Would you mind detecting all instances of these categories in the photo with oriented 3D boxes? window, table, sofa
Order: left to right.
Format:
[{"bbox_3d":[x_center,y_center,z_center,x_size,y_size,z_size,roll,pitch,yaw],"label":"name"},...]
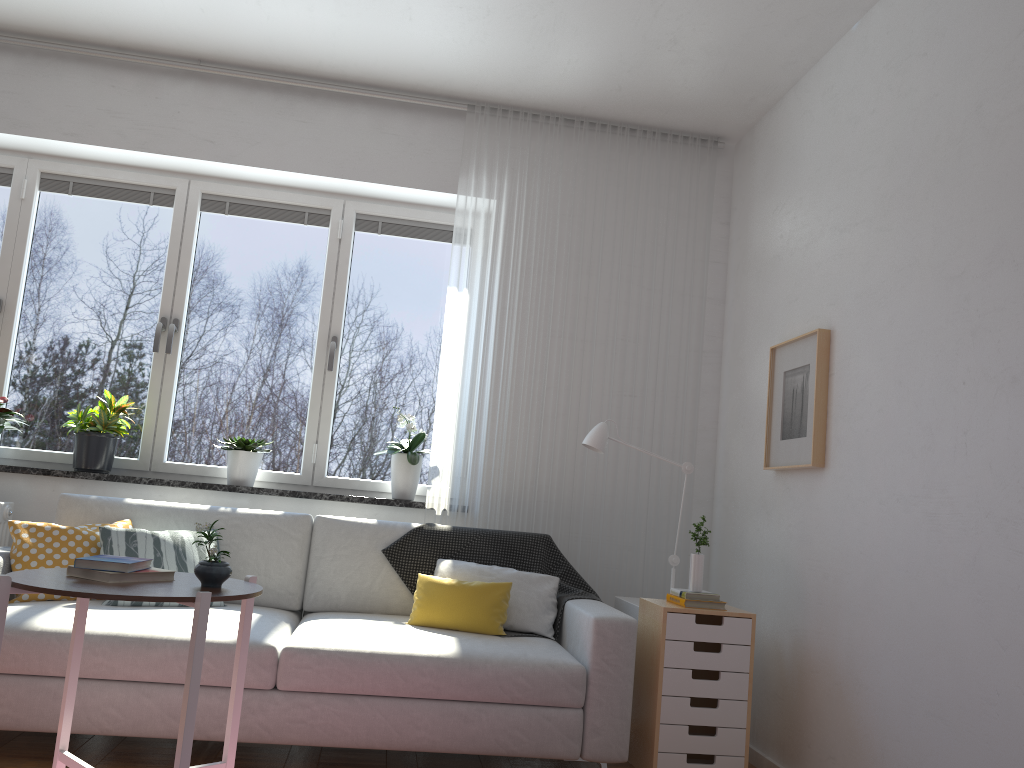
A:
[{"bbox_3d":[-0.991,0.835,2.255,0.618,0.686,0.619,6,-7,-9],"label":"table"},{"bbox_3d":[-1.661,-0.300,4.303,3.021,1.507,0.151,6,-7,-8],"label":"window"},{"bbox_3d":[-0.838,0.933,3.416,2.462,0.841,1.006,6,-8,-7],"label":"sofa"}]

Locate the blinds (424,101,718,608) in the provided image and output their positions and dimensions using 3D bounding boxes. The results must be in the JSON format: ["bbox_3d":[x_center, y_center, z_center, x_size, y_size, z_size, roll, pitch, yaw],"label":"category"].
[{"bbox_3d":[0.284,0.110,4.255,1.293,2.881,0.055,6,-7,-8],"label":"blinds"}]

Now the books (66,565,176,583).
[{"bbox_3d":[-1.021,0.496,2.325,0.162,0.026,0.209,1,-9,27],"label":"books"}]

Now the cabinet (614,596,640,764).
[{"bbox_3d":[0.654,1.229,3.709,0.400,0.599,0.401,6,-7,-7],"label":"cabinet"}]

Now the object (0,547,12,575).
[{"bbox_3d":[-1.957,0.866,3.168,0.288,0.532,0.609,6,-8,-7],"label":"object"}]

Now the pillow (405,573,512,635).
[{"bbox_3d":[-0.201,0.852,3.443,0.401,0.194,0.211,4,-8,10],"label":"pillow"}]

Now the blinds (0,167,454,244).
[{"bbox_3d":[-1.611,-0.909,4.413,2.845,0.098,0.015,6,-7,-8],"label":"blinds"}]

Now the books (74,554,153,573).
[{"bbox_3d":[-1.034,0.467,2.310,0.136,0.024,0.175,5,-8,-2],"label":"books"}]

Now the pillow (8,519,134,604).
[{"bbox_3d":[-1.677,0.672,3.410,0.465,0.317,0.313,11,-10,-39],"label":"pillow"}]

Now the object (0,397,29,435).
[{"bbox_3d":[-2.404,0.203,4.027,0.380,0.308,0.371,10,-9,-33],"label":"object"}]

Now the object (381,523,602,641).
[{"bbox_3d":[-0.002,0.952,3.769,0.980,0.646,0.677,11,-9,-37],"label":"object"}]

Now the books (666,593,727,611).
[{"bbox_3d":[0.692,0.819,3.334,0.164,0.028,0.211,6,-8,-7],"label":"books"}]

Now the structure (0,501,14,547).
[{"bbox_3d":[-2.607,0.770,3.724,0.972,0.622,0.224,6,-7,-8],"label":"structure"}]

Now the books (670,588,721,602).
[{"bbox_3d":[0.688,0.792,3.335,0.136,0.024,0.175,6,-8,-7],"label":"books"}]

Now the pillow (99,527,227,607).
[{"bbox_3d":[-1.345,0.704,3.438,0.470,0.288,0.310,11,-9,-36],"label":"pillow"}]

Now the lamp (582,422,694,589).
[{"bbox_3d":[-1.135,0.529,2.541,4.599,1.343,0.332,11,-9,-38],"label":"lamp"}]

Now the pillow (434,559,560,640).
[{"bbox_3d":[-0.075,0.870,3.613,0.532,0.259,0.301,4,-8,6],"label":"pillow"}]

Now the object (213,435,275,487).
[{"bbox_3d":[-1.265,0.360,4.166,0.267,0.237,0.284,9,-8,-25],"label":"object"}]

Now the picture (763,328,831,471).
[{"bbox_3d":[1.131,0.077,3.539,0.050,0.523,0.432,6,-7,-7],"label":"picture"}]

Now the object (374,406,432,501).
[{"bbox_3d":[-0.523,0.344,4.329,0.286,0.443,0.340,8,-8,-19],"label":"object"}]

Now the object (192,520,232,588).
[{"bbox_3d":[-0.782,0.441,2.320,0.109,0.174,0.096,9,-8,-29],"label":"object"}]

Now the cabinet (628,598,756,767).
[{"bbox_3d":[0.663,1.150,3.296,0.349,0.642,0.302,6,-7,-7],"label":"cabinet"}]

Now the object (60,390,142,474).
[{"bbox_3d":[-1.921,0.213,4.067,0.333,0.384,0.300,4,-7,8],"label":"object"}]

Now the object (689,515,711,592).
[{"bbox_3d":[0.703,0.637,3.339,0.081,0.287,0.085,5,-7,-1],"label":"object"}]
